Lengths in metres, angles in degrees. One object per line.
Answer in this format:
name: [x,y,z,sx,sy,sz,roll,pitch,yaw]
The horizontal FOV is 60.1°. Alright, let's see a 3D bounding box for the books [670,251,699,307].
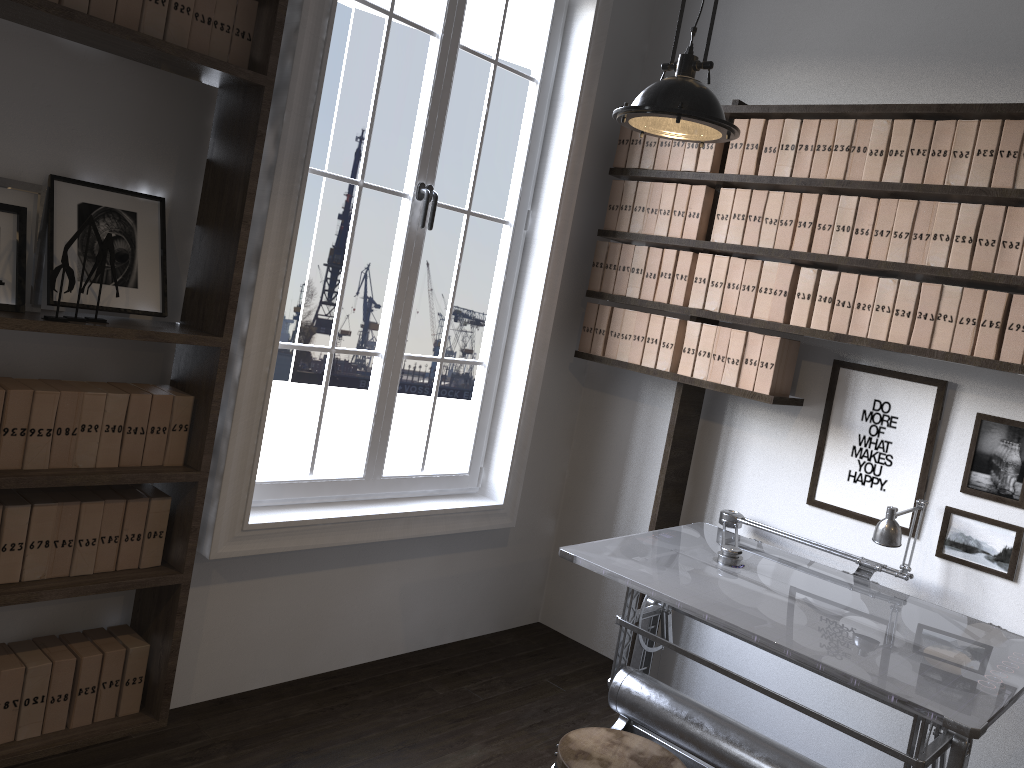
books: [0.752,-0.429,3.695,0.067,0.225,0.174,13,5,42]

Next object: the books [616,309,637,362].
books: [0.549,-0.201,3.848,0.067,0.225,0.174,13,5,42]

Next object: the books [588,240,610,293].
books: [0.438,-0.518,3.978,0.067,0.225,0.174,13,5,42]

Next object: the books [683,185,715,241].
books: [0.801,-0.697,3.680,0.067,0.225,0.174,13,5,42]

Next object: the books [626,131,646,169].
books: [0.597,-1.040,3.894,0.067,0.225,0.174,13,5,42]

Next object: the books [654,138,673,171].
books: [0.704,-1.011,3.804,0.067,0.225,0.174,13,5,42]

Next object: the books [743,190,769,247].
books: [0.998,-0.635,3.487,0.067,0.225,0.174,13,5,42]

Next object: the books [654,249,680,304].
books: [0.695,-0.445,3.741,0.067,0.225,0.174,13,5,42]

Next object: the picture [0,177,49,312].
picture: [-1.479,-0.392,2.365,0.096,0.360,0.432,13,6,42]

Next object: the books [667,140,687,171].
books: [0.753,-0.997,3.755,0.067,0.225,0.174,13,5,42]

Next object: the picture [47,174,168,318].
picture: [-1.194,-0.402,2.629,0.162,0.363,0.342,14,5,42]

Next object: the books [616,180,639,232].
books: [0.553,-0.767,3.905,0.067,0.225,0.174,13,5,42]

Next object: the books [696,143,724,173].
books: [0.855,-0.967,3.658,0.067,0.225,0.174,13,5,42]

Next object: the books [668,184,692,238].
books: [0.750,-0.712,3.727,0.067,0.225,0.174,13,5,42]

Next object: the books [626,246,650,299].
books: [0.590,-0.475,3.839,0.067,0.225,0.174,13,5,42]

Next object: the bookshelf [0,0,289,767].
bookshelf: [-1.862,-0.125,1.970,0.415,3.713,2.466,13,5,42]

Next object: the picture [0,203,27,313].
picture: [-1.447,-0.349,2.348,0.128,0.289,0.289,14,5,42]

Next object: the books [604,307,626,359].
books: [0.503,-0.214,3.894,0.067,0.225,0.174,13,5,42]

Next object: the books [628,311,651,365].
books: [0.591,-0.188,3.803,0.067,0.225,0.174,13,5,42]

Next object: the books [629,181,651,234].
books: [0.606,-0.752,3.857,0.067,0.225,0.174,13,5,42]

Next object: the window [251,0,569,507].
window: [-0.358,-0.656,3.363,0.154,2.303,1.241,13,5,42]

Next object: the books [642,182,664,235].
books: [0.653,-0.739,3.816,0.067,0.225,0.174,13,5,42]

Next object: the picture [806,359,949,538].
picture: [1.346,0.228,3.294,0.417,0.573,0.040,14,5,42]

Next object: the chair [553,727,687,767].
chair: [0.216,1.145,2.093,0.357,0.526,0.374,7,5,-40]

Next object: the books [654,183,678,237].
books: [0.698,-0.726,3.768,0.067,0.225,0.174,13,5,42]

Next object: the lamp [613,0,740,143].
lamp: [0.603,-1.726,2.108,0.312,2.246,0.312,12,3,22]

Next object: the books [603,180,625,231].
books: [0.504,-0.781,3.955,0.067,0.225,0.174,13,5,42]

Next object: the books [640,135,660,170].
books: [0.651,-1.025,3.848,0.067,0.225,0.174,13,5,42]

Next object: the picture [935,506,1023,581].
picture: [1.604,0.543,3.040,0.252,0.183,0.023,15,5,42]

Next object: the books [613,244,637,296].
books: [0.541,-0.489,3.890,0.067,0.225,0.174,13,5,42]

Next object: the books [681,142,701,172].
books: [0.801,-0.982,3.705,0.067,0.225,0.174,13,5,42]

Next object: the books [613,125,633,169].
books: [0.544,-1.055,3.942,0.067,0.225,0.174,13,5,42]

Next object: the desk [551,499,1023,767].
desk: [0.918,0.898,2.840,1.277,1.095,1.068,15,6,42]

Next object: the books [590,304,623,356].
books: [0.446,-0.230,3.940,0.067,0.225,0.174,13,5,42]

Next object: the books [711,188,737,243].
books: [0.896,-0.664,3.587,0.067,0.225,0.174,13,5,42]

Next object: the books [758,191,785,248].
books: [1.047,-0.622,3.448,0.067,0.225,0.174,13,5,42]

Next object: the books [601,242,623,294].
books: [0.490,-0.504,3.937,0.067,0.225,0.174,13,5,42]

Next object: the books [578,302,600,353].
books: [0.395,-0.245,3.994,0.067,0.225,0.174,13,5,42]

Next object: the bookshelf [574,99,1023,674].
bookshelf: [3.631,1.253,1.030,9.235,3.198,0.372,16,6,42]

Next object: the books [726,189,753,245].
books: [0.946,-0.649,3.536,0.067,0.225,0.174,13,5,42]

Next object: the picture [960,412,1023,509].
picture: [1.665,0.258,3.018,0.202,0.284,0.022,14,5,41]

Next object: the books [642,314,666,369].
books: [0.644,-0.173,3.754,0.067,0.225,0.174,13,5,42]

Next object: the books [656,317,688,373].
books: [0.698,-0.158,3.708,0.067,0.225,0.174,13,5,42]

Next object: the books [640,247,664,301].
books: [0.644,-0.460,3.795,0.067,0.225,0.174,13,5,42]
